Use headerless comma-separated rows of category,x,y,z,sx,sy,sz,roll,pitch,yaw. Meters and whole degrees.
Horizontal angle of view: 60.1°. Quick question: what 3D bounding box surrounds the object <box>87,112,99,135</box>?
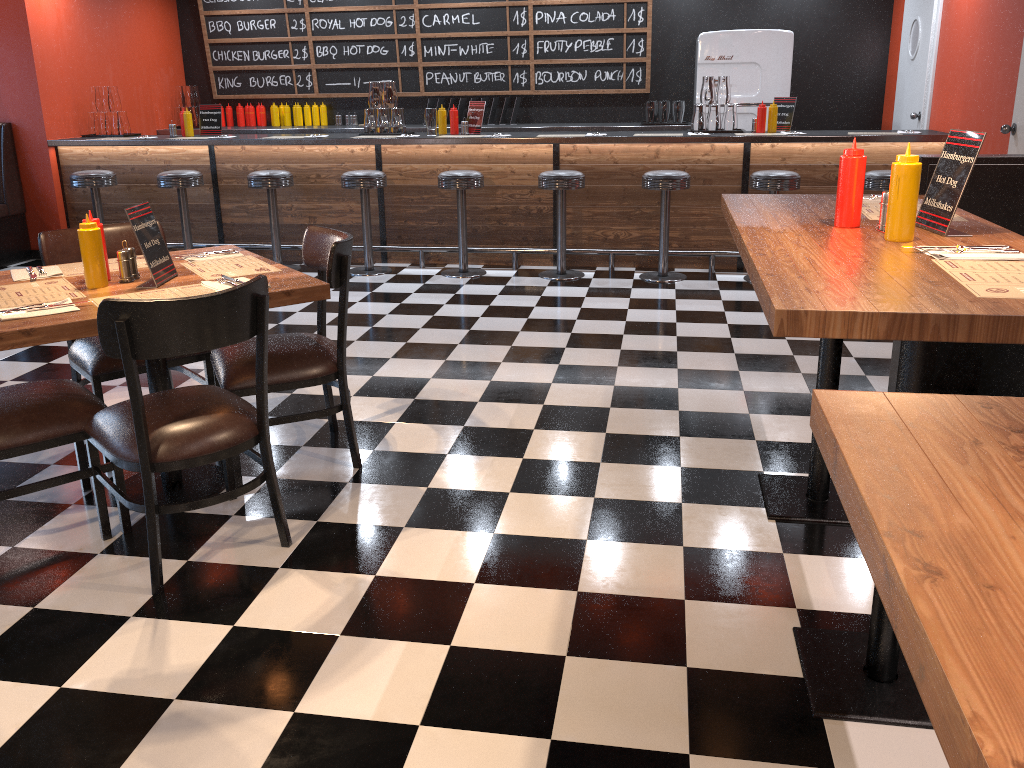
object,-3.638,-2.257,7.701,0.105,0.206,0.107,-2,17,-5

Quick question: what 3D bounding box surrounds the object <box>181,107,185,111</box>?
object,-3.399,-2.776,9.216,0.105,0.206,0.107,-2,17,-5

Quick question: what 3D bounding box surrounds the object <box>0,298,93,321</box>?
object,-1.368,-0.226,2.596,0.256,0.019,0.159,-13,22,-32

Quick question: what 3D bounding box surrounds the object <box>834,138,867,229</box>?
object,0.912,-0.541,2.384,0.068,0.235,0.068,-5,17,-14

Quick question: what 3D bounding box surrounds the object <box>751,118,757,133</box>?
object,1.885,-1.999,6.793,0.093,0.134,0.047,1,17,5

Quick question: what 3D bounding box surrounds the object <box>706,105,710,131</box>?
object,1.572,-2.079,6.925,0.106,0.206,0.106,-13,21,-33

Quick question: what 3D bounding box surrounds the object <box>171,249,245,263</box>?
object,-1.158,-0.488,3.360,0.256,0.019,0.159,-12,22,-30

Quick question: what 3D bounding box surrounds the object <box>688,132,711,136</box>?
object,1.402,-1.879,6.643,0.157,0.019,0.258,1,19,5

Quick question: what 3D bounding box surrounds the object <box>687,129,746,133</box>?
object,1.588,-1.970,6.902,0.437,0.018,0.276,2,19,9

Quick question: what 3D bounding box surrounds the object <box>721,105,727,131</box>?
object,1.689,-2.074,6.906,0.106,0.206,0.106,-13,21,-33

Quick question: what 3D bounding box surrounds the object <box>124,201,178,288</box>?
object,-1.184,-0.462,2.916,0.072,0.254,0.190,-1,17,0

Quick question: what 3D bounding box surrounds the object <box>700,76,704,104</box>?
object,1.513,-2.276,6.868,0.106,0.206,0.106,-13,21,-33

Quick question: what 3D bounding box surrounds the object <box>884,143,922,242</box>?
object,0.962,-0.471,2.175,0.068,0.235,0.068,-5,17,-14

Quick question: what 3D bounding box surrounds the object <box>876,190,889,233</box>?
object,0.986,-0.459,2.299,0.047,0.134,0.095,-1,17,1

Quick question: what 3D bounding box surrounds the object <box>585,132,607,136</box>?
object,0.642,-1.909,6.766,0.157,0.019,0.258,2,19,10

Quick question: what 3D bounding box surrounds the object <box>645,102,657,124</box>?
object,1.273,-2.483,8.135,0.106,0.206,0.106,-13,21,-33

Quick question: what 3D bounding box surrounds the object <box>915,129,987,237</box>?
object,1.129,-0.523,2.292,0.072,0.254,0.190,-1,17,1

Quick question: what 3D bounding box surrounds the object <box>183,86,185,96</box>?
object,-3.382,-2.992,9.211,0.105,0.206,0.107,-2,17,-5

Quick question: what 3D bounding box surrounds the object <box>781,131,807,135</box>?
object,2.080,-1.861,6.557,0.157,0.019,0.258,1,19,5

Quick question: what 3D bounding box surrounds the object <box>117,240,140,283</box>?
object,-1.288,-0.413,2.966,0.047,0.134,0.095,-1,17,0

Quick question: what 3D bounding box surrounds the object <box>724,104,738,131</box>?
object,1.681,-2.036,6.793,0.106,0.206,0.106,-13,21,-33

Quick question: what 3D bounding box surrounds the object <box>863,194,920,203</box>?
object,1.197,-0.616,2.928,0.255,0.019,0.159,1,19,6

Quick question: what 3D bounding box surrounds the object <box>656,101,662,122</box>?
object,1.379,-2.582,8.423,0.106,0.206,0.106,-13,21,-33

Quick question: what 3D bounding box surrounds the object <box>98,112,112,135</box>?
object,-3.532,-2.250,7.673,0.105,0.206,0.107,-2,17,-5

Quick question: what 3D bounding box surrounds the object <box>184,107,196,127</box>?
object,-3.310,-2.735,9.093,0.105,0.206,0.107,-2,17,-5

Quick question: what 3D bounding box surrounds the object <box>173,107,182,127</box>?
object,-3.427,-2.736,9.102,0.105,0.206,0.107,-2,17,-5

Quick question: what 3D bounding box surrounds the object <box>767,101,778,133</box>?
object,1.974,-2.025,6.707,0.068,0.235,0.068,-7,18,-20

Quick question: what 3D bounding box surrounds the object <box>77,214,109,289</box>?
object,-1.355,-0.430,2.859,0.068,0.235,0.068,7,18,23

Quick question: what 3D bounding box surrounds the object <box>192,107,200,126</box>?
object,-3.290,-2.774,9.205,0.105,0.206,0.107,-2,17,-5

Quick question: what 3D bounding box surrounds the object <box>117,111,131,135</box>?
object,-3.404,-2.281,7.758,0.105,0.206,0.107,-2,17,-5

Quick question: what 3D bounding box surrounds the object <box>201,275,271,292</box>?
object,-0.909,-0.329,2.878,0.158,0.019,0.257,-16,24,-38

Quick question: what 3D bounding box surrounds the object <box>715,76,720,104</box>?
object,1.630,-2.274,6.857,0.106,0.206,0.106,-13,21,-33

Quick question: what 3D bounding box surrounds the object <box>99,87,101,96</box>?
object,-3.580,-2.482,7.720,0.105,0.206,0.107,-2,17,-5

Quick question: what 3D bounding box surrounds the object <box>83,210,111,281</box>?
object,-1.386,-0.458,2.944,0.068,0.235,0.068,-13,21,-35

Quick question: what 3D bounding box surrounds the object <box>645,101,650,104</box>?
object,1.334,-2.619,8.534,0.106,0.206,0.106,-13,21,-33

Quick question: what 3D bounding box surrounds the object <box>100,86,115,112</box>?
object,-3.477,-2.444,7.603,0.105,0.206,0.107,-2,17,-5

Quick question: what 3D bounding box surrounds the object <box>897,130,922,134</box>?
object,2.880,-1.829,6.422,0.157,0.019,0.258,6,20,19

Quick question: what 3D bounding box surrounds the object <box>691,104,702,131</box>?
object,1.461,-2.087,6.956,0.106,0.206,0.106,-13,21,-33

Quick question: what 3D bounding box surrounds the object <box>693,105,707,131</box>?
object,1.455,-2.051,6.848,0.106,0.206,0.106,-13,21,-33

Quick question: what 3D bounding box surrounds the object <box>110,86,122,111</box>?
object,-3.463,-2.481,7.709,0.105,0.206,0.107,-2,17,-5

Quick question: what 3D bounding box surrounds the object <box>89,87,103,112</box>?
object,-3.591,-2.453,7.633,0.105,0.206,0.107,-2,17,-5

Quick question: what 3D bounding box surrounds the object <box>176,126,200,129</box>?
object,-3.341,-2.676,9.219,0.273,0.018,0.442,2,19,9

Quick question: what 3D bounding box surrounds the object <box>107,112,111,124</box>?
object,-3.521,-2.285,7.777,0.105,0.206,0.107,-2,17,-5

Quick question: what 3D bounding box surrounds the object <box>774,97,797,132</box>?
object,2.074,-2.069,6.801,0.189,0.254,0.073,16,24,43

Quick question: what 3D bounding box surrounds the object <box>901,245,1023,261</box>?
object,1.028,-0.305,2.022,0.255,0.019,0.159,1,19,6

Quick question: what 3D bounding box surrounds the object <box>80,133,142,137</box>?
object,-3.505,-2.177,7.754,0.437,0.018,0.276,2,19,9

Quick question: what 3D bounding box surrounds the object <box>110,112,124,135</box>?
object,-3.412,-2.242,7.646,0.105,0.206,0.107,-2,17,-5

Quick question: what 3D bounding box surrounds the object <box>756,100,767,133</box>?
object,1.884,-2.016,6.685,0.068,0.235,0.068,13,22,39

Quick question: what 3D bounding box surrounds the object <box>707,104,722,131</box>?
object,1.561,-2.043,6.821,0.106,0.206,0.106,-13,21,-33

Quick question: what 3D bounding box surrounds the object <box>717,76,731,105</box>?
object,1.616,-2.238,6.750,0.106,0.206,0.106,-13,21,-33

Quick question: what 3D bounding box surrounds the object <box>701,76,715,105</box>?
object,1.502,-2.247,6.781,0.106,0.206,0.106,-13,21,-33

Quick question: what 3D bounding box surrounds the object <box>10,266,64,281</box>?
object,-1.657,-0.389,3.090,0.158,0.019,0.257,-12,22,-29
